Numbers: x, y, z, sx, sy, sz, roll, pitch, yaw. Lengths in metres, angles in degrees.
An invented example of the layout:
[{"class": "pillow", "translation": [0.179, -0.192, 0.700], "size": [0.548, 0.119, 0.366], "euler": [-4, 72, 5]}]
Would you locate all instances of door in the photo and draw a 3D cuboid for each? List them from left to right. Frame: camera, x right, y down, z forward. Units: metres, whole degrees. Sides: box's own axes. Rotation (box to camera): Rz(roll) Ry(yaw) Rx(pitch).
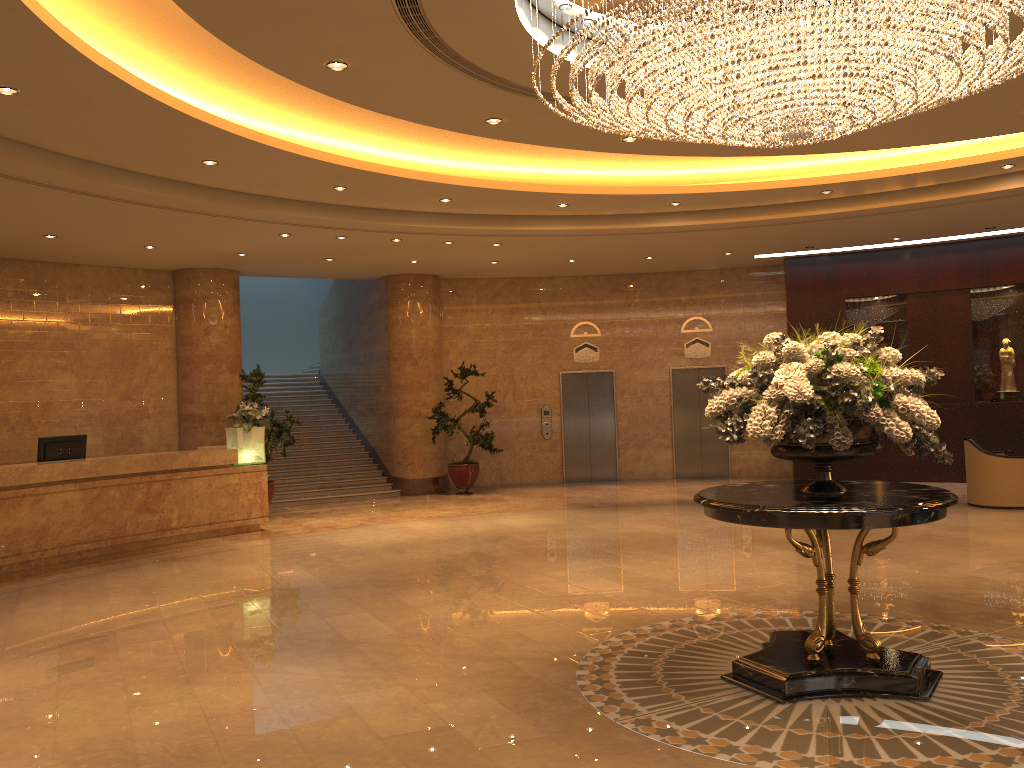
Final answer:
[{"class": "door", "translation": [1.486, 0.814, 17.121], "size": [1.070, 2.145, 0.150], "euler": [-2, -1, -1]}, {"class": "door", "translation": [3.604, 0.733, 16.981], "size": [1.070, 2.149, 0.150], "euler": [-2, -1, 9]}]

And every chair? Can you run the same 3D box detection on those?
[{"class": "chair", "translation": [6.551, 1.178, 11.969], "size": [0.769, 0.916, 0.951], "euler": [-2, -1, 9]}]

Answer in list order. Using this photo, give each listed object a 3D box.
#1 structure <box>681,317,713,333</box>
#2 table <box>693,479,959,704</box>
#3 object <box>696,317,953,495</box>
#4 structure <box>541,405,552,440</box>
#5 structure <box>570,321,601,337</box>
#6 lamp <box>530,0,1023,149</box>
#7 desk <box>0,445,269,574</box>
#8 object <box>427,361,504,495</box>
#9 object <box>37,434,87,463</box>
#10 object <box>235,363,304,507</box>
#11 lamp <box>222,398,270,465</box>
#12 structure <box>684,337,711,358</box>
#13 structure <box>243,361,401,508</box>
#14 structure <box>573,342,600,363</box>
[{"class": "structure", "translation": [3.526, -1.140, 16.950], "size": [0.600, 0.293, 0.010], "euler": [-2, -1, 9]}, {"class": "table", "translation": [1.871, 1.192, 5.327], "size": [1.493, 1.089, 1.493], "euler": [-2, -1, -33]}, {"class": "object", "translation": [1.813, 0.150, 5.308], "size": [1.318, 0.999, 1.277], "euler": [-2, -1, 4]}, {"class": "structure", "translation": [0.666, 0.738, 17.011], "size": [0.200, 0.661, 0.053], "euler": [-2, -1, -5]}, {"class": "structure", "translation": [1.417, -1.058, 17.099], "size": [0.600, 0.293, 0.010], "euler": [-2, -1, -2]}, {"class": "lamp", "translation": [1.719, -2.093, 5.413], "size": [3.204, 1.196, 3.206], "euler": [-2, -1, 11]}, {"class": "desk", "translation": [-5.881, 1.476, 6.875], "size": [3.466, 1.155, 12.951], "euler": [-2, -1, 8]}, {"class": "object", "translation": [-0.843, 0.778, 15.734], "size": [1.250, 2.363, 0.843], "euler": [-2, -1, -5]}, {"class": "object", "translation": [-5.508, 0.885, 10.866], "size": [0.531, 0.500, 0.430], "euler": [-2, -1, -19]}, {"class": "object", "translation": [-3.885, 0.872, 13.742], "size": [1.250, 2.363, 0.843], "euler": [-3, -1, 44]}, {"class": "lamp", "translation": [-3.649, 0.651, 12.321], "size": [0.532, 0.897, 0.606], "euler": [-3, -1, 43]}, {"class": "structure", "translation": [3.544, -0.694, 16.946], "size": [0.504, 0.405, 0.012], "euler": [-2, -1, 9]}, {"class": "structure", "translation": [-4.781, -0.644, 18.394], "size": [9.849, 5.560, 7.472], "euler": [-2, -1, -26]}, {"class": "structure", "translation": [1.435, -0.612, 17.095], "size": [0.504, 0.405, 0.012], "euler": [-2, -1, -2]}]
